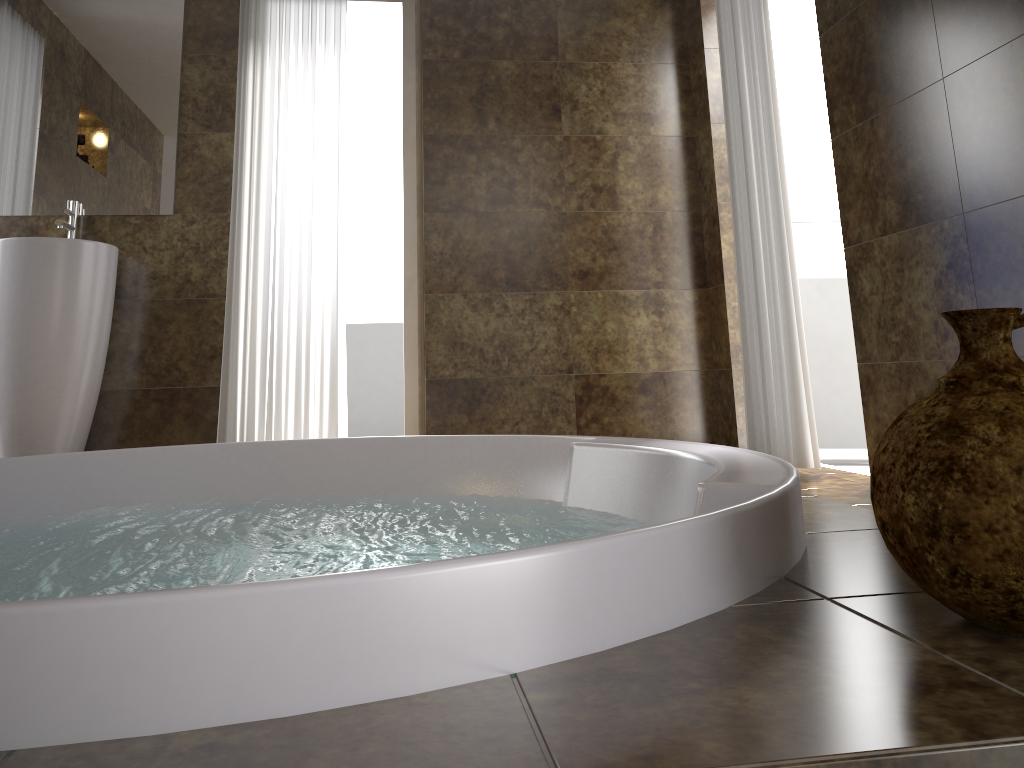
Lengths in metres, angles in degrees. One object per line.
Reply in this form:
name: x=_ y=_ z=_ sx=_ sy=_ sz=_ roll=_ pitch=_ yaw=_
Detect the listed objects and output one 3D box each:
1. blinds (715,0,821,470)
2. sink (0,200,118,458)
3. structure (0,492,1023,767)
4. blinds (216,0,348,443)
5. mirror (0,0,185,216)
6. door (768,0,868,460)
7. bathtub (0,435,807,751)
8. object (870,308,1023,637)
blinds: x=0.922 y=-0.859 z=3.321 sx=0.069 sy=2.349 sz=0.465 roll=0 pitch=-12 yaw=-8
sink: x=-1.758 y=-0.180 z=3.252 sx=0.459 sy=1.172 sz=0.420 roll=-1 pitch=-11 yaw=-5
structure: x=-0.440 y=0.298 z=1.386 sx=2.005 sy=0.128 sz=1.954 roll=-2 pitch=0 yaw=-8
blinds: x=-0.952 y=-0.805 z=3.689 sx=0.519 sy=2.337 sz=0.064 roll=0 pitch=-12 yaw=-8
mirror: x=-1.823 y=-1.249 z=3.697 sx=0.768 sy=1.126 sz=0.008 roll=-1 pitch=-12 yaw=-8
door: x=1.507 y=-0.829 z=3.580 sx=0.952 sy=2.298 sz=0.039 roll=-6 pitch=-13 yaw=24
bathtub: x=-0.442 y=0.289 z=1.386 sx=1.738 sy=0.539 sz=1.718 roll=-2 pitch=-1 yaw=23
object: x=0.443 y=0.068 z=0.779 sx=0.228 sy=0.284 sz=0.224 roll=3 pitch=-9 yaw=-36
